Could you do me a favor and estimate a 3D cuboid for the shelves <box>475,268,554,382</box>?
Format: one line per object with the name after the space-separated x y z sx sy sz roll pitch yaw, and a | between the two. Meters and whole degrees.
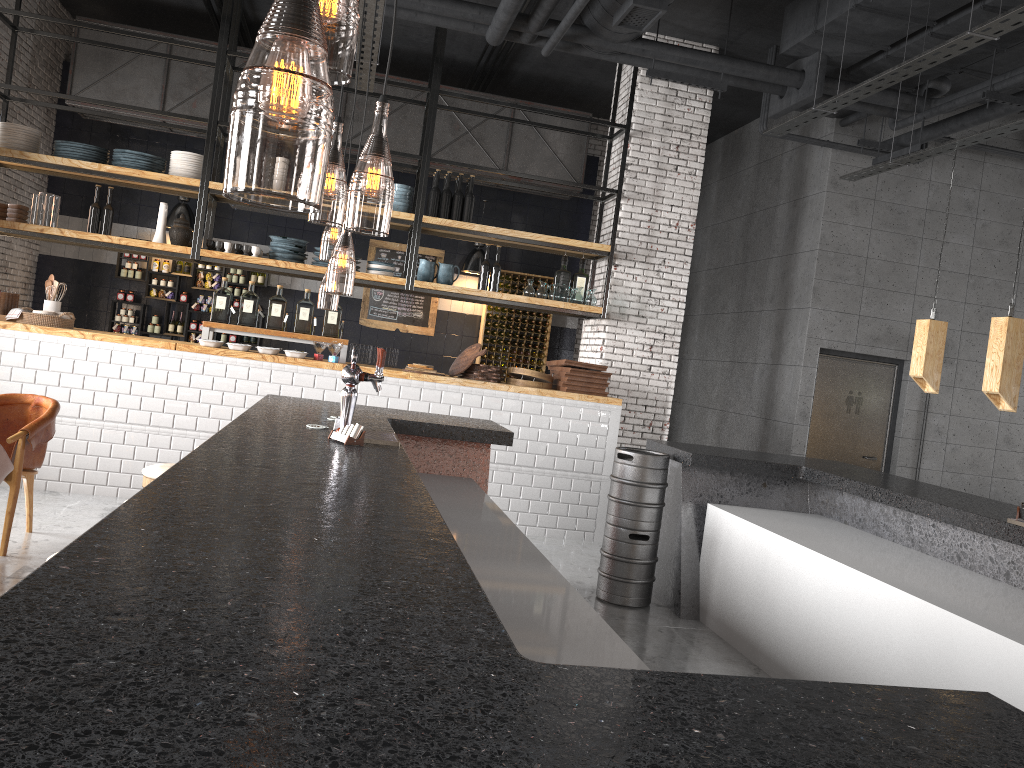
-0.002 -0.382 11.648 0.889 2.148 0.251 7 0 -11 | shelves

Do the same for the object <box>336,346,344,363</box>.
-1.553 -0.273 7.804 0.112 0.165 0.122 8 1 43 | object

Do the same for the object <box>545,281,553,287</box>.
0.507 -1.313 11.651 0.079 0.079 0.284 7 1 -11 | object

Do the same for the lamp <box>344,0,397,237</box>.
-0.247 -1.078 2.073 0.108 1.461 0.108 7 0 -39 | lamp

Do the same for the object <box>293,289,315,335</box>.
-1.862 -0.652 7.980 0.154 0.404 0.154 7 0 -11 | object

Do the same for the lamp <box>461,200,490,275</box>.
-0.409 -1.894 11.414 0.390 0.937 0.390 7 1 -9 | lamp

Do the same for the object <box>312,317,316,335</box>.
-1.767 -0.517 7.924 0.024 0.164 0.062 7 0 -21 | object

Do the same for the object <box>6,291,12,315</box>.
-4.241 -0.657 7.444 0.056 0.249 0.056 8 1 41 | object

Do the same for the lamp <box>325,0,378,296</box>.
-0.554 -1.133 3.357 0.108 1.599 0.108 7 0 -29 | lamp

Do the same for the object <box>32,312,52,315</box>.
-3.856 -0.549 7.289 0.160 0.075 0.161 7 2 -33 | object

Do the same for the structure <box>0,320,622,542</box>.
-2.048 0.412 8.210 5.797 1.345 1.512 7 1 -11 | structure

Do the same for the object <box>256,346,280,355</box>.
-2.096 -0.285 7.627 0.216 0.055 0.324 7 1 -11 | object

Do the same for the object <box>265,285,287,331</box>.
-2.100 -0.682 7.937 0.154 0.404 0.154 7 0 -11 | object

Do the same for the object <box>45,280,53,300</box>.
-3.936 -0.706 7.522 0.087 0.356 0.026 8 0 12 | object

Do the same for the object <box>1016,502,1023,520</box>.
2.512 0.619 4.216 0.091 0.091 0.178 7 1 -36 | object

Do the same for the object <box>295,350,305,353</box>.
-1.812 -0.279 7.573 0.039 0.021 0.203 7 2 -34 | object

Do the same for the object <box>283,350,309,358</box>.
-1.867 -0.258 7.656 0.216 0.060 0.324 7 1 -11 | object

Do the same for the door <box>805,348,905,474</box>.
3.644 0.705 9.725 1.119 2.103 0.158 7 0 -11 | door

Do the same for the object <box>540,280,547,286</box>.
0.412 -1.325 11.648 0.079 0.079 0.284 7 1 -11 | object

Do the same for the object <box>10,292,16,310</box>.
-4.257 -0.662 7.529 0.056 0.249 0.056 8 1 41 | object

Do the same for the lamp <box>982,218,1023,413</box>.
2.761 -0.652 4.845 0.127 1.606 0.127 7 0 -11 | lamp

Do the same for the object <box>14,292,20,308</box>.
-4.274 -0.666 7.615 0.056 0.249 0.056 8 1 41 | object

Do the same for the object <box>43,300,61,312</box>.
-3.903 -0.603 7.513 0.129 0.204 0.129 8 1 25 | object

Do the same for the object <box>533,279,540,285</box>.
0.326 -1.335 11.596 0.079 0.079 0.284 7 1 -11 | object

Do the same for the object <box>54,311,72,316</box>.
-3.776 -0.561 7.434 0.160 0.078 0.160 9 2 42 | object

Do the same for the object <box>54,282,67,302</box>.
-3.858 -0.687 7.517 0.123 0.358 0.076 8 0 4 | object

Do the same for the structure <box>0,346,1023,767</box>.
0.937 0.824 3.598 4.308 1.533 5.881 7 1 -11 | structure

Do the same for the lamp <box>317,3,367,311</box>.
-0.849 -1.174 4.566 0.108 1.599 0.108 8 0 21 | lamp

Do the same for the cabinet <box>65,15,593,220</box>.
-2.053 -2.781 10.515 5.860 1.768 0.682 7 1 -11 | cabinet

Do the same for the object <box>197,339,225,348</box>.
-2.555 -0.343 7.528 0.216 0.055 0.324 7 1 -11 | object

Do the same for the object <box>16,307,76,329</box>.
-3.889 -0.548 7.392 0.436 0.156 0.420 6 2 -38 | object

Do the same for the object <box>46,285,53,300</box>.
-3.915 -0.672 7.498 0.052 0.328 0.071 8 0 35 | object

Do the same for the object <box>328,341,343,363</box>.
-1.537 -0.280 7.677 0.128 0.189 0.123 7 1 -2 | object

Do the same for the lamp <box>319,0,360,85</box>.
-0.219 -1.311 1.484 0.108 1.599 0.108 8 0 21 | lamp

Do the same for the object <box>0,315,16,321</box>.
-4.393 -0.574 7.443 0.411 0.050 0.411 7 2 -12 | object

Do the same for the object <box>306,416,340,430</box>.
-0.949 0.147 4.617 0.200 0.106 0.767 7 1 -11 | object

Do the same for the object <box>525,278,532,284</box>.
0.235 -1.346 11.574 0.079 0.079 0.284 7 1 -11 | object

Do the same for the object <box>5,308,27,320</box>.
-4.004 -0.562 7.319 0.187 0.111 0.283 8 1 26 | object

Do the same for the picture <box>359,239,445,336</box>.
-1.434 -1.250 11.567 0.980 1.142 0.021 7 0 -11 | picture

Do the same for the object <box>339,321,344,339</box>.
-1.530 -0.487 7.968 0.034 0.164 0.061 8 0 22 | object

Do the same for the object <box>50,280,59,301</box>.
-3.869 -0.692 7.466 0.033 0.370 0.137 7 1 -45 | object

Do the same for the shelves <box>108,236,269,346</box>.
-3.964 -0.989 10.916 1.760 1.482 0.157 7 0 -11 | shelves

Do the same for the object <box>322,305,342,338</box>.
-1.621 -0.622 8.031 0.154 0.404 0.154 7 0 -11 | object

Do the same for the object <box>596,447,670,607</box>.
0.824 0.968 6.049 0.400 1.035 0.397 8 1 24 | object

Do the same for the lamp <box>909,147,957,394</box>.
2.643 -0.715 5.483 0.127 1.546 0.127 7 0 -11 | lamp

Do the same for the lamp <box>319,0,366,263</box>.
-0.712 -1.341 3.986 0.108 1.599 0.108 8 0 21 | lamp

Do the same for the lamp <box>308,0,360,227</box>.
-0.458 -1.273 2.660 0.108 1.599 0.108 8 0 21 | lamp

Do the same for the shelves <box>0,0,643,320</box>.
-1.723 -2.514 8.255 5.674 3.066 0.598 7 0 -11 | shelves

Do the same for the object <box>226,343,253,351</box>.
-2.325 -0.315 7.560 0.216 0.059 0.324 7 1 -11 | object

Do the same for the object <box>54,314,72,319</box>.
-3.776 -0.542 7.433 0.161 0.075 0.160 9 2 42 | object

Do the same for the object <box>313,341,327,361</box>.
-1.680 -0.288 7.721 0.122 0.165 0.112 8 1 23 | object

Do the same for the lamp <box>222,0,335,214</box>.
-0.156 -0.988 0.956 0.108 1.599 0.108 8 0 21 | lamp

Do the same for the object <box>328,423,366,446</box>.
-0.710 0.206 3.822 0.091 0.091 0.178 7 1 -36 | object

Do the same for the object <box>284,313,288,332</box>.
-2.012 -0.548 7.899 0.031 0.164 0.046 8 0 14 | object

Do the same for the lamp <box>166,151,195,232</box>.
-3.964 -2.344 10.751 0.390 0.937 0.390 7 1 -9 | lamp

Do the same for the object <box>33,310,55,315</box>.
-3.852 -0.568 7.292 0.160 0.078 0.161 7 2 -33 | object

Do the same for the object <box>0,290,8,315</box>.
-4.225 -0.653 7.359 0.056 0.249 0.056 8 1 41 | object

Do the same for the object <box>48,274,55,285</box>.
-3.924 -0.790 7.552 0.090 0.289 0.017 8 0 26 | object
